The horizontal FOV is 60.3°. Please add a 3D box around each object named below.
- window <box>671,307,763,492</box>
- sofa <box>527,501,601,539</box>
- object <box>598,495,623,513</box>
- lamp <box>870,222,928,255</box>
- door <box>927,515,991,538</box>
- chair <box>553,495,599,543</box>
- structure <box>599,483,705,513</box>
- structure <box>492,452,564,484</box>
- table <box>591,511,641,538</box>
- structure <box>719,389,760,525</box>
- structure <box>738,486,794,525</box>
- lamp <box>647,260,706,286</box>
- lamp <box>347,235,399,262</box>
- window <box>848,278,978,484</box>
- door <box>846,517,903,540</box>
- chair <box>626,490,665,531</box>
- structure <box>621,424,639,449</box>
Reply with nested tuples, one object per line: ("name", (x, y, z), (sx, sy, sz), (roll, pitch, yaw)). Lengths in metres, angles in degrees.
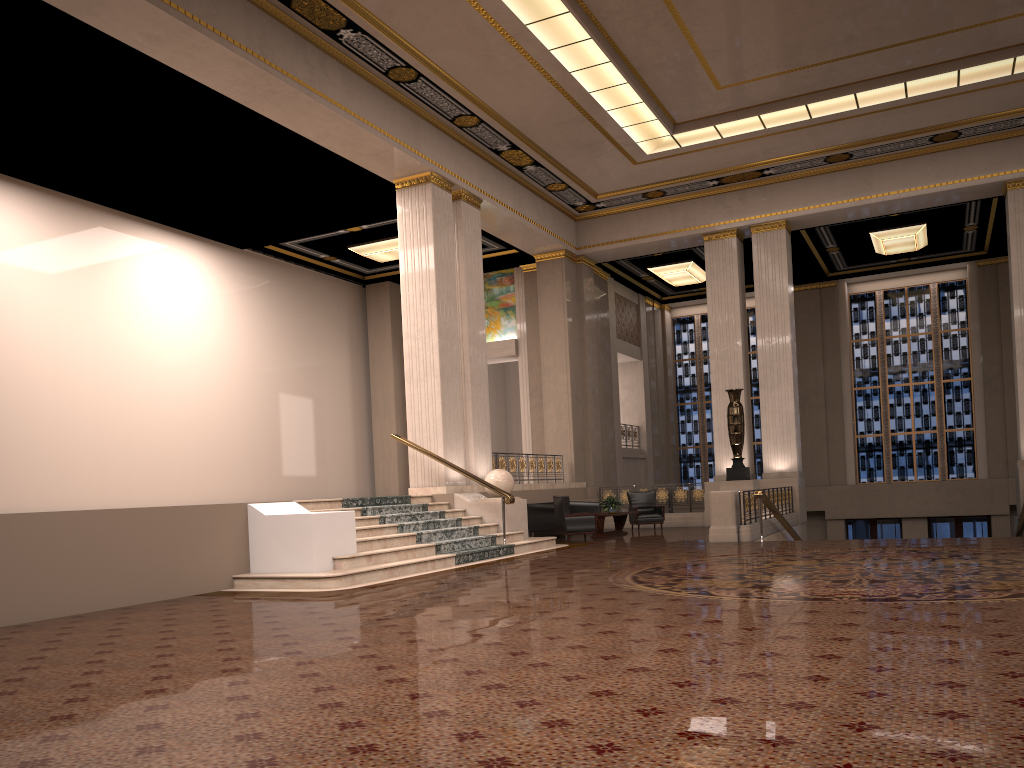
("window", (6.361, 0.498, 26.395), (2.996, 5.352, 0.069), (-4, -1, 26))
("sofa", (1.079, 2.705, 17.670), (0.878, 0.704, 1.928), (-5, -7, 26))
("object", (1.926, 2.323, 17.116), (0.524, 0.375, 0.505), (0, -5, -31))
("lamp", (9.131, -3.364, 20.751), (1.171, 0.213, 2.022), (-6, -8, 26))
("door", (11.847, 4.813, 23.248), (1.495, 2.721, 0.155), (-4, -1, 26))
("chair", (1.135, 2.414, 15.854), (0.716, 0.843, 0.651), (-2, -3, -14))
("structure", (3.171, 2.607, 19.934), (2.543, 0.653, 0.032), (-6, -2, 26))
("structure", (0.328, 1.745, 18.097), (0.032, 0.622, 3.705), (-3, -6, 26))
("table", (1.907, 2.750, 17.260), (0.841, 0.434, 1.479), (-5, -7, 26))
("structure", (4.542, 1.503, 17.693), (0.702, 2.785, 0.699), (-3, -1, 26))
("structure", (4.697, 2.157, 15.961), (0.079, 0.535, 4.950), (-3, -6, 26))
("lamp", (4.418, -2.856, 23.073), (1.171, 0.213, 2.022), (-6, -8, 26))
("lamp", (-2.582, -2.962, 19.477), (1.721, 0.213, 1.171), (-6, -8, 26))
("window", (10.934, 0.005, 24.142), (2.996, 5.352, 0.069), (-4, -1, 26))
("door", (9.976, 5.015, 24.171), (1.495, 2.721, 0.155), (-4, -1, 26))
("chair", (2.837, 2.678, 18.674), (0.647, 0.842, 0.721), (-2, -3, -9))
("structure", (3.098, 1.424, 23.918), (0.031, 0.665, 2.161), (-3, -6, 26))
